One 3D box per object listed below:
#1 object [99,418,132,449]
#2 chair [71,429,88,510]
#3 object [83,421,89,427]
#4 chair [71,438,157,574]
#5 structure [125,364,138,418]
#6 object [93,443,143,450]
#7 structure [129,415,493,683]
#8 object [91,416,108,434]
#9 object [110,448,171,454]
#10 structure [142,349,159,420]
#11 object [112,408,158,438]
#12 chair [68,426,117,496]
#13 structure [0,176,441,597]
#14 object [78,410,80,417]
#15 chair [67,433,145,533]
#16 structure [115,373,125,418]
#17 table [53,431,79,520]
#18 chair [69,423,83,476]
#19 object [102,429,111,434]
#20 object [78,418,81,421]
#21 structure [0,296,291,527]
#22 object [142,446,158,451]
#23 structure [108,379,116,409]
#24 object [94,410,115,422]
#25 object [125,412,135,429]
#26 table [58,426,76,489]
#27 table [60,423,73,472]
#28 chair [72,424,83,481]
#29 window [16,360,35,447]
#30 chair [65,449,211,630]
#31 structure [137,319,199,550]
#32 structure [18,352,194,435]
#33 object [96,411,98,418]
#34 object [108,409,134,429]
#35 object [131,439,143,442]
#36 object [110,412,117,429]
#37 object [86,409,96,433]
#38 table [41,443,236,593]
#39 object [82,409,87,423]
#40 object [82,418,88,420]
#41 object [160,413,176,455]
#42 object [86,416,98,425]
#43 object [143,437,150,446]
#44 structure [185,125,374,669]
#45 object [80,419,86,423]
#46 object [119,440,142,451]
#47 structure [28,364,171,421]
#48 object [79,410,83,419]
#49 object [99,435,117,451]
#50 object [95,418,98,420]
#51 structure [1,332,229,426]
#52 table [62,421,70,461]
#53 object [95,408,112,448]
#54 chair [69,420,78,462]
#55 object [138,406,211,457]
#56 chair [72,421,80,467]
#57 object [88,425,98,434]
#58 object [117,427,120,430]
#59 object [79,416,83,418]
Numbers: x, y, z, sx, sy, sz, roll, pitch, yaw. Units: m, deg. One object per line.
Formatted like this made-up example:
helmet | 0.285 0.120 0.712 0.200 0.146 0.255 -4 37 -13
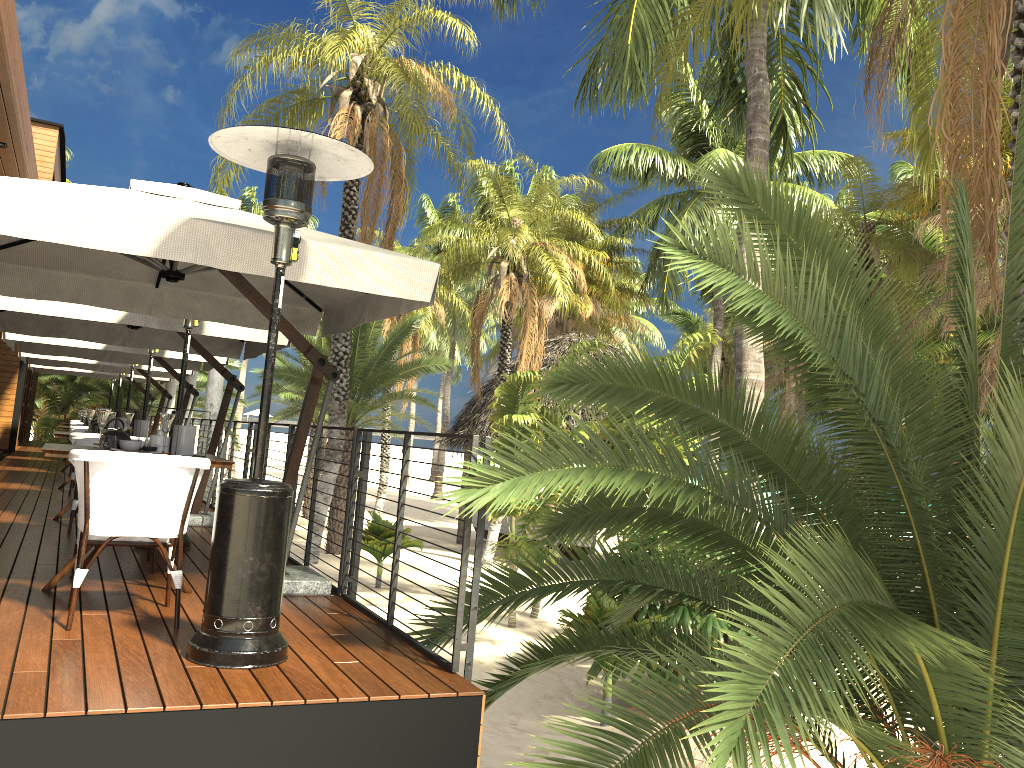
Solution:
object | -2.200 0.281 4.937 0.167 0.179 0.163 7 -5 -28
chair | -3.983 0.848 8.636 0.627 0.789 0.616 7 -5 -25
object | -5.175 0.500 10.788 0.086 0.086 0.086 7 -5 -21
chair | -2.487 0.757 5.636 0.627 0.789 0.616 7 -5 -25
structure | -5.513 0.305 12.731 0.698 2.196 0.699 9 -7 -38
object | -2.317 0.372 5.248 0.294 0.025 0.170 7 -5 -26
structure | -6.058 1.146 15.453 0.163 1.155 26.250 7 -5 -26
object | -3.721 0.374 7.987 0.167 0.179 0.163 7 -5 -28
object | -1.947 0.361 4.657 0.294 0.025 0.170 7 -5 -26
structure | -4.029 0.215 9.754 0.698 2.196 0.699 9 -7 -38
object | -3.451 0.365 8.122 0.263 0.264 0.263 3 -5 19
chair | -4.842 0.896 10.303 0.627 0.789 0.616 7 -5 -25
structure | -2.029 -0.018 5.104 2.411 2.337 2.412 7 -5 -26
object | -8.414 0.620 17.241 0.082 0.227 0.082 7 -6 -25
chair | -3.313 0.803 7.236 0.627 0.789 0.616 7 -5 -25
structure | -7.002 0.396 15.717 0.698 2.196 0.699 9 -7 -38
table | -3.646 0.846 7.966 0.930 0.750 0.931 7 -5 -26
chair | -6.365 0.988 13.358 0.627 0.789 0.616 7 -5 -25
object | -3.579 0.432 7.828 0.116 0.065 0.116 7 -5 -22
object | -8.199 0.684 16.852 0.086 0.086 0.086 7 -5 -26
structure | -3.534 0.074 8.123 2.411 2.337 2.412 7 -5 -26
object | -1.971 0.362 4.823 0.080 0.042 0.080 8 -5 -35
structure | -8.495 0.486 18.710 0.698 2.196 0.699 9 -7 -38
object | -6.460 0.548 14.156 0.263 0.264 0.263 3 -5 19
object | -3.405 0.365 7.869 0.082 0.227 0.082 7 -6 -25
table | -5.156 0.938 10.994 0.930 0.750 0.931 7 -5 -26
table | -6.665 1.030 14.021 0.930 0.750 0.931 7 -5 -26
chair | -5.538 0.942 11.755 0.627 0.789 0.616 7 -5 -25
window | -14.495 -8.040 17.801 38.421 17.993 14.464 1 -6 41
chair | -1.796 0.711 4.194 0.627 0.789 0.616 7 -5 -25
structure | -2.514 0.123 6.715 0.698 2.196 0.699 9 -7 -38
structure | -6.545 0.257 14.162 2.411 2.337 2.412 7 -5 -26
object | -7.936 0.640 16.956 0.082 0.227 0.082 7 -6 -25
object | -4.958 0.456 11.144 0.263 0.264 0.263 3 -5 19
object | -2.203 0.353 5.131 0.116 0.065 0.116 7 -5 -22
object | -4.912 0.457 10.891 0.082 0.227 0.082 7 -6 -25
object | -3.884 0.345 8.154 0.082 0.227 0.082 7 -6 -25
table | -2.136 0.755 4.938 0.930 0.750 0.931 7 -5 -26
object | -5.390 0.437 11.176 0.082 0.227 0.082 9 -6 -37
object | -6.732 0.556 14.022 0.163 0.179 0.168 7 -5 -24
object | -1.885 0.273 4.820 0.082 0.227 0.082 7 -6 -25
object | -5.230 0.465 11.010 0.163 0.179 0.168 7 -5 -24
object | -2.114 0.355 5.198 0.086 0.086 0.086 7 -5 -21
structure | -1.040 0.033 3.759 0.698 2.196 0.699 9 -7 -38
object | -6.677 0.592 13.800 0.086 0.086 0.086 7 -5 -21
object | -2.058 0.340 4.779 0.116 0.065 0.116 7 -5 -22
structure | -8.050 0.348 17.181 2.411 2.337 2.412 7 -5 -26
object | -6.892 0.528 14.188 0.082 0.227 0.082 7 -6 -25
object | -2.148 0.316 4.716 0.086 0.086 0.086 7 -5 -21
object | -7.982 0.640 17.208 0.263 0.264 0.263 3 -5 19
structure | -5.040 0.165 11.142 2.411 2.337 2.412 7 -5 -26
table | -8.179 1.121 17.057 0.930 0.750 0.931 7 -5 -26
object | -2.363 0.253 5.105 0.082 0.227 0.082 7 -6 -25
chair | -7.888 1.081 16.413 0.627 0.789 0.616 7 -5 -25
object | -1.930 0.272 5.072 0.263 0.264 0.263 3 -5 19
chair | -7.035 1.033 14.758 0.627 0.789 0.616 7 -5 -25
object | -3.669 0.409 7.766 0.086 0.086 0.086 7 -5 -21
object | -3.634 0.447 8.248 0.086 0.086 0.086 7 -5 -21
object | -8.254 0.649 17.075 0.163 0.179 0.168 7 -5 -24
